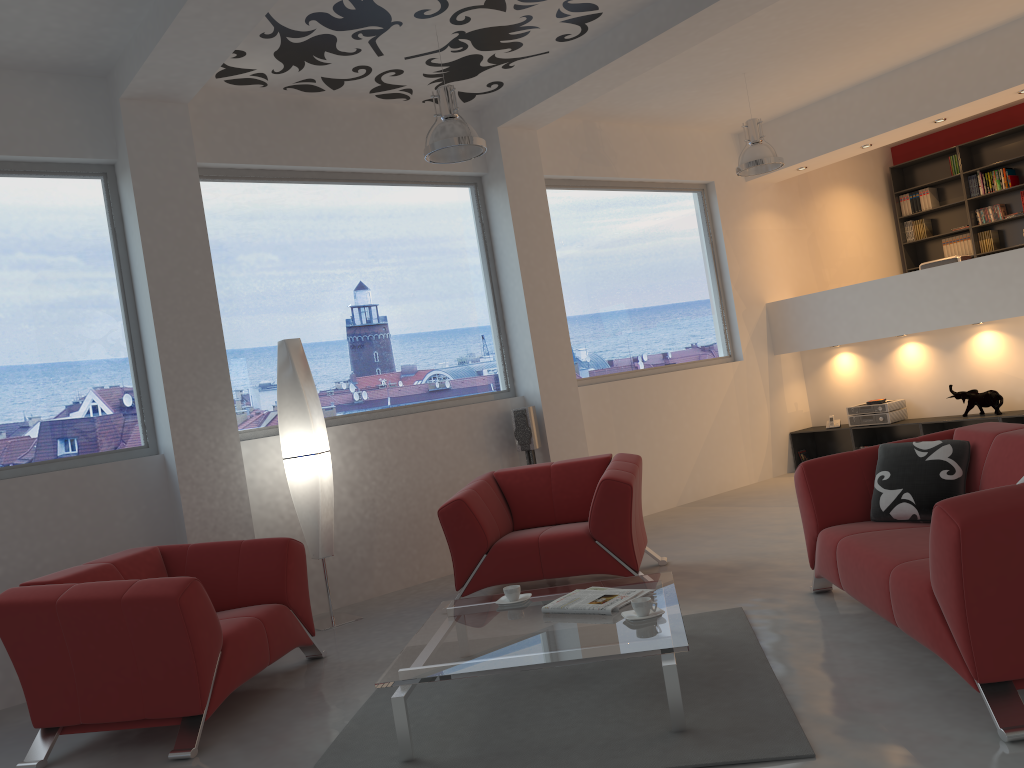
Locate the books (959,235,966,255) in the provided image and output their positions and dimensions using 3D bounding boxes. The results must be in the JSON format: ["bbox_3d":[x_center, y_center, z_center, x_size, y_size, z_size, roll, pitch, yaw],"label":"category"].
[{"bbox_3d":[5.245,-1.591,10.233,0.200,0.260,0.040,-8,-1,-38],"label":"books"}]

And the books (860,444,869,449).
[{"bbox_3d":[3.428,0.688,8.563,0.135,0.190,0.031,-8,-1,-38],"label":"books"}]

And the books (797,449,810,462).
[{"bbox_3d":[3.012,0.768,9.110,0.135,0.187,0.063,-8,-1,-38],"label":"books"}]

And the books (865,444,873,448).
[{"bbox_3d":[3.455,0.683,8.528,0.135,0.190,0.031,-8,-1,-38],"label":"books"}]

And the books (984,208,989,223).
[{"bbox_3d":[5.394,-1.902,10.016,0.135,0.190,0.031,-8,-1,-38],"label":"books"}]

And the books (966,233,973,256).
[{"bbox_3d":[5.294,-1.600,10.169,0.200,0.260,0.040,-8,-1,-38],"label":"books"}]

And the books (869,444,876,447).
[{"bbox_3d":[3.482,0.678,8.492,0.135,0.190,0.031,-8,-1,-38],"label":"books"}]

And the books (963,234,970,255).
[{"bbox_3d":[5.270,-1.595,10.201,0.200,0.260,0.040,-8,-1,-38],"label":"books"}]

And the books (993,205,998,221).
[{"bbox_3d":[5.448,-1.912,9.945,0.135,0.190,0.031,-8,-1,-38],"label":"books"}]

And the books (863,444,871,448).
[{"bbox_3d":[3.446,0.684,8.540,0.135,0.190,0.031,-8,-1,-38],"label":"books"}]

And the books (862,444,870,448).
[{"bbox_3d":[3.437,0.686,8.551,0.135,0.190,0.031,-8,-1,-38],"label":"books"}]

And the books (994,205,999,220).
[{"bbox_3d":[5.457,-1.914,9.933,0.135,0.190,0.031,-8,-1,-38],"label":"books"}]

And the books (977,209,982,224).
[{"bbox_3d":[5.349,-1.894,10.075,0.135,0.190,0.031,-8,-1,-38],"label":"books"}]

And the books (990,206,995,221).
[{"bbox_3d":[5.430,-1.909,9.969,0.135,0.190,0.031,-8,-1,-38],"label":"books"}]

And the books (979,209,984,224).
[{"bbox_3d":[5.358,-1.896,10.064,0.135,0.190,0.031,-8,-1,-38],"label":"books"}]

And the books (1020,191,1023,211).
[{"bbox_3d":[5.646,-1.981,9.665,0.181,0.256,0.090,-8,-1,-38],"label":"books"}]

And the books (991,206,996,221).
[{"bbox_3d":[5.439,-1.910,9.957,0.135,0.190,0.031,-8,-1,-38],"label":"books"}]

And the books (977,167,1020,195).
[{"bbox_3d":[5.409,-2.276,9.874,0.231,0.286,0.341,-8,-1,-38],"label":"books"}]

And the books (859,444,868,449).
[{"bbox_3d":[3.419,0.689,8.575,0.135,0.190,0.031,-8,-1,-38],"label":"books"}]

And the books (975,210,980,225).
[{"bbox_3d":[5.331,-1.891,10.099,0.135,0.190,0.031,-8,-1,-38],"label":"books"}]

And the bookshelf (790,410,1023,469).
[{"bbox_3d":[3.860,0.521,8.097,0.405,0.397,2.764,-8,-1,-38],"label":"bookshelf"}]

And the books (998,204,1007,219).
[{"bbox_3d":[5.484,-1.918,9.897,0.135,0.190,0.031,-8,-1,-38],"label":"books"}]

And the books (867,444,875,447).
[{"bbox_3d":[3.473,0.680,8.504,0.135,0.190,0.031,-8,-1,-38],"label":"books"}]

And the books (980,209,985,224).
[{"bbox_3d":[5.367,-1.897,10.052,0.135,0.190,0.031,-8,-1,-38],"label":"books"}]

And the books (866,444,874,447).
[{"bbox_3d":[3.464,0.681,8.516,0.135,0.190,0.031,-8,-1,-38],"label":"books"}]

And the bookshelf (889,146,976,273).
[{"bbox_3d":[5.068,-1.573,10.410,0.305,2.213,0.816,-8,-1,-38],"label":"bookshelf"}]

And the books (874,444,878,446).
[{"bbox_3d":[3.500,0.675,8.468,0.135,0.190,0.031,-8,-1,-38],"label":"books"}]

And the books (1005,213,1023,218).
[{"bbox_3d":[5.576,-1.861,9.791,0.135,0.015,0.190,-8,-1,-38],"label":"books"}]

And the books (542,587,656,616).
[{"bbox_3d":[0.354,0.907,3.709,0.367,0.035,0.345,-10,-1,42],"label":"books"}]

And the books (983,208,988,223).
[{"bbox_3d":[5.385,-1.901,10.028,0.135,0.190,0.031,-8,-1,-38],"label":"books"}]

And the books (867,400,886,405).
[{"bbox_3d":[3.481,0.179,8.472,0.135,0.015,0.190,-10,-1,32],"label":"books"}]

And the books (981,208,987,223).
[{"bbox_3d":[5.376,-1.899,10.040,0.135,0.190,0.031,-8,-1,-38],"label":"books"}]

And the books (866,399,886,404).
[{"bbox_3d":[3.484,0.163,8.480,0.135,0.015,0.190,-10,-1,37],"label":"books"}]

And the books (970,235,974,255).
[{"bbox_3d":[5.319,-1.604,10.137,0.200,0.260,0.040,-8,-1,-38],"label":"books"}]

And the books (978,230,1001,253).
[{"bbox_3d":[5.405,-1.609,10.044,0.170,0.240,0.146,-8,-1,-38],"label":"books"}]

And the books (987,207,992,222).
[{"bbox_3d":[5.412,-1.905,9.992,0.135,0.190,0.031,-8,-1,-38],"label":"books"}]

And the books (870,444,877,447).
[{"bbox_3d":[3.491,0.676,8.480,0.135,0.190,0.031,-8,-1,-38],"label":"books"}]

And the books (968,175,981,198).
[{"bbox_3d":[5.288,-2.238,10.075,0.181,0.256,0.090,-8,-1,-38],"label":"books"}]

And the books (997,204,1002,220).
[{"bbox_3d":[5.475,-1.917,9.909,0.135,0.190,0.031,-8,-1,-38],"label":"books"}]

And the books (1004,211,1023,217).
[{"bbox_3d":[5.567,-1.875,9.799,0.135,0.015,0.190,-9,-1,-33],"label":"books"}]

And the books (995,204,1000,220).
[{"bbox_3d":[5.466,-1.915,9.921,0.135,0.190,0.031,-8,-1,-38],"label":"books"}]

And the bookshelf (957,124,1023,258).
[{"bbox_3d":[5.559,-1.661,9.764,0.305,2.213,0.816,-8,-1,-38],"label":"bookshelf"}]

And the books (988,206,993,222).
[{"bbox_3d":[5.421,-1.907,9.980,0.135,0.190,0.031,-8,-1,-38],"label":"books"}]

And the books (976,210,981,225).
[{"bbox_3d":[5.340,-1.893,10.087,0.135,0.190,0.031,-8,-1,-38],"label":"books"}]

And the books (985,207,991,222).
[{"bbox_3d":[5.403,-1.904,10.004,0.135,0.190,0.031,-8,-1,-38],"label":"books"}]
